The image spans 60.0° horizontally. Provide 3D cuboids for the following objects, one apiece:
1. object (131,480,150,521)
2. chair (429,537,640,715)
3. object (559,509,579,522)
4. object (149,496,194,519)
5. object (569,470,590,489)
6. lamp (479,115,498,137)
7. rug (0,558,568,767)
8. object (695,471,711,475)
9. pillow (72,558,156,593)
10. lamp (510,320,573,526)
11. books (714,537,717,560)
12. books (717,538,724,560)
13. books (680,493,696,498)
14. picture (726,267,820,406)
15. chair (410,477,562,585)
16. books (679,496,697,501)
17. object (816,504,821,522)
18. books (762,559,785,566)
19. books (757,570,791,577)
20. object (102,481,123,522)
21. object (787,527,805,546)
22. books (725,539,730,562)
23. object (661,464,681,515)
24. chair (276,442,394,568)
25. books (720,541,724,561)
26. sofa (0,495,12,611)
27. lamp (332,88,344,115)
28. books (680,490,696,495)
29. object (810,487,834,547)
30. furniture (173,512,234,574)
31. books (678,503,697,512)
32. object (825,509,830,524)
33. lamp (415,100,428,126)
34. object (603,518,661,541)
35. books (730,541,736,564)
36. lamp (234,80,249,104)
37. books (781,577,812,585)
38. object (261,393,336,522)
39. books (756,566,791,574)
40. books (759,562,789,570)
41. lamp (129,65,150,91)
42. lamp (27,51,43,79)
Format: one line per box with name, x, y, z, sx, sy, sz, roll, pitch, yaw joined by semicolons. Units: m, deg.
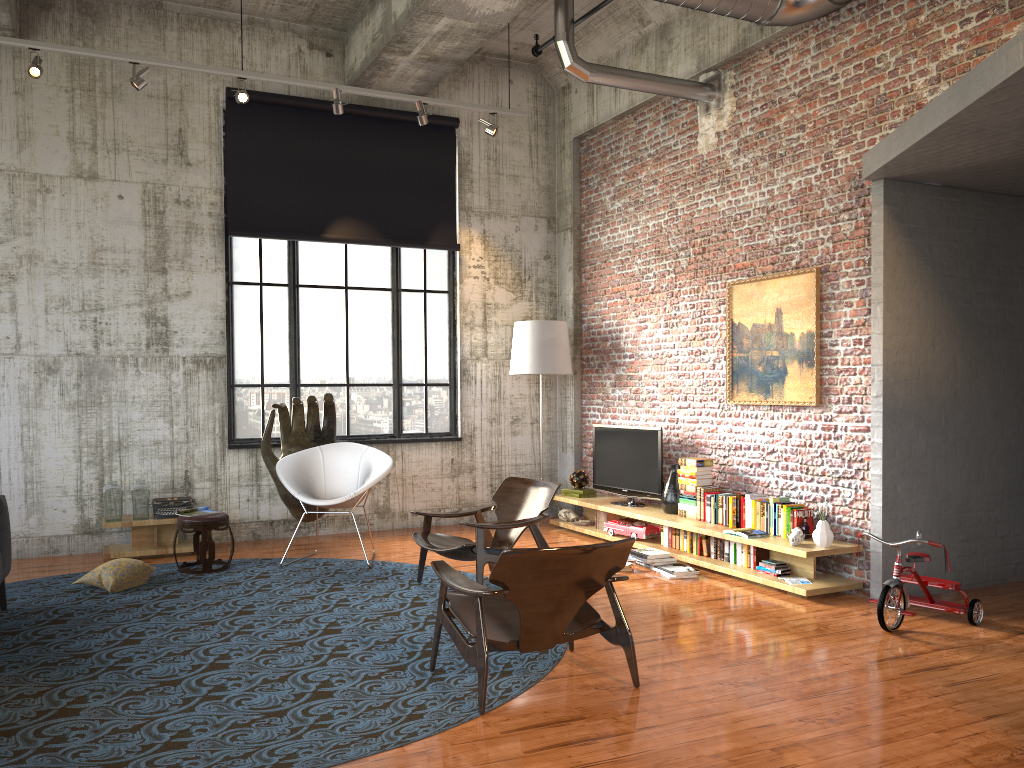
object;-3.383;1.055;8.077;0.163;0.361;0.163;-1;1;-23
chair;0.105;1.147;4.604;0.875;0.794;1.043;-1;0;-25
object;0.623;1.419;9.599;0.183;0.133;0.273;-1;0;-17
object;-3.164;1.155;8.277;0.423;0.153;0.382;0;0;-26
object;0.730;1.033;9.594;0.216;0.208;0.215;-1;1;-37
lamp;-0.217;-2.596;8.934;0.226;0.215;0.102;0;1;15
rug;-2.067;1.566;5.601;4.846;0.009;4.844;-1;0;21
object;1.630;0.785;7.918;0.178;0.031;0.248;0;0;-26
pillow;-3.062;1.486;6.915;0.481;0.247;0.503;0;0;31
lamp;0.324;0.448;9.722;0.694;2.245;0.706;-1;1;-3
books;1.758;1.370;7.425;0.142;0.187;0.043;-1;2;-26
books;1.762;1.351;7.385;0.105;0.225;0.033;-1;2;-26
books;1.637;0.992;7.923;0.161;0.027;0.223;0;0;-26
picture;2.124;-0.360;7.300;0.040;1.065;1.064;-1;1;-26
chair;-0.188;1.160;6.803;1.043;0.794;0.875;-1;1;-36
books;1.636;1.018;7.923;0.160;0.026;0.250;0;0;-26
object;2.346;1.049;6.752;0.057;0.273;0.057;0;2;24
books;2.009;1.372;6.797;0.108;0.019;0.154;0;0;-26
books;2.009;1.444;6.799;0.149;0.026;0.214;0;0;-26
object;-3.592;1.056;7.977;0.163;0.361;0.163;-1;1;-28
object;2.098;1.130;6.549;0.123;0.123;0.251;0;0;20
books;1.819;1.369;7.299;0.129;0.186;0.043;-1;2;-26
object;1.516;0.969;8.210;0.268;0.456;0.267;0;1;5
chair;-1.579;1.055;7.881;1.057;1.031;0.806;0;1;14
books;1.781;1.385;7.356;0.108;0.156;0.036;-1;2;-26
sofa;-3.514;1.150;4.594;1.362;0.861;3.003;-1;0;-24
lamp;-1.613;-2.595;8.204;0.102;0.251;0.165;0;1;-1
books;1.633;0.966;7.921;0.161;0.026;0.223;0;0;-26
object;2.263;0.961;6.448;0.233;0.446;0.197;-1;2;-38
furniture;-2.625;1.339;7.549;0.432;0.477;0.431;0;1;19
books;1.644;1.102;7.924;0.176;0.053;0.290;0;0;-26
object;2.368;1.048;6.675;0.057;0.273;0.057;0;2;24
lamp;-0.869;-2.599;8.564;0.102;0.251;0.165;0;1;19
object;1.157;1.387;8.496;0.244;0.174;0.600;-1;0;-34
books;1.848;1.352;7.243;0.133;0.219;0.040;-1;2;-26
lamp;-2.406;-2.587;7.883;0.102;0.211;0.260;-1;1;-31
books;2.092;1.445;6.551;0.169;0.023;0.230;0;0;-5
object;-2.087;0.737;8.706;0.727;1.297;0.456;-1;1;-14
books;2.009;1.418;6.798;0.149;0.025;0.214;0;0;-41
books;2.009;1.393;6.801;0.132;0.024;0.192;0;0;-21
lamp;-3.156;-2.584;7.499;0.182;0.241;0.102;-1;1;-31
lamp;-3.867;-2.577;7.193;0.102;0.228;0.198;-1;1;-16
